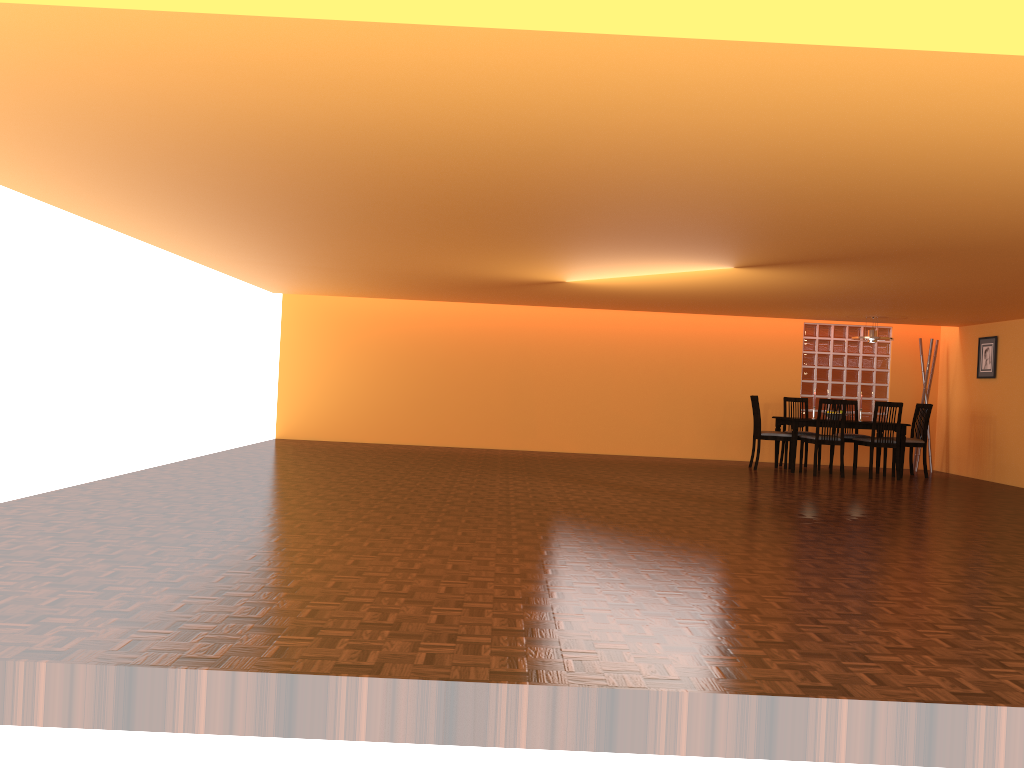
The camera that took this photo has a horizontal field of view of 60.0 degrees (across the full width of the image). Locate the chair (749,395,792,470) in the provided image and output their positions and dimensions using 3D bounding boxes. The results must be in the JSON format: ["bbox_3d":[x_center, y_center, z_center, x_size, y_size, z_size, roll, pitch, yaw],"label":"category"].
[{"bbox_3d":[2.831,0.537,9.680,0.465,0.809,0.373,3,0,5],"label":"chair"}]

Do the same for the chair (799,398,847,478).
[{"bbox_3d":[3.275,0.558,9.302,0.373,0.809,0.465,3,0,0],"label":"chair"}]

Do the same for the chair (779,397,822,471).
[{"bbox_3d":[3.270,0.559,10.068,0.373,0.809,0.465,3,0,0],"label":"chair"}]

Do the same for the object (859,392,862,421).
[{"bbox_3d":[3.810,0.242,9.675,0.044,0.326,0.044,3,0,-12],"label":"object"}]

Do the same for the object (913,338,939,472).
[{"bbox_3d":[4.898,0.252,10.485,0.226,1.589,0.308,3,0,22],"label":"object"}]

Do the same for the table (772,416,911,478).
[{"bbox_3d":[3.549,0.685,9.657,1.259,0.584,0.697,3,0,0],"label":"table"}]

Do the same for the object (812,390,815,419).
[{"bbox_3d":[3.269,0.216,9.587,0.044,0.326,0.044,3,0,-12],"label":"object"}]

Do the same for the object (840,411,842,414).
[{"bbox_3d":[3.598,0.323,9.674,0.069,0.066,0.069,3,0,9],"label":"object"}]

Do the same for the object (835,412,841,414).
[{"bbox_3d":[3.545,0.334,9.613,0.066,0.070,0.055,3,0,-19],"label":"object"}]

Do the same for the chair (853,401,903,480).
[{"bbox_3d":[3.851,0.586,9.307,0.373,0.809,0.465,3,0,0],"label":"chair"}]

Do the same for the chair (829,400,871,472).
[{"bbox_3d":[3.846,0.587,10.073,0.373,0.809,0.465,3,0,0],"label":"chair"}]

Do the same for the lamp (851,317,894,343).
[{"bbox_3d":[3.930,-0.592,9.662,0.435,0.274,0.435,3,0,22],"label":"lamp"}]

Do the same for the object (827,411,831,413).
[{"bbox_3d":[3.439,0.316,9.627,0.055,0.046,0.046,3,0,-18],"label":"object"}]

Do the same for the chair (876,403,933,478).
[{"bbox_3d":[4.292,0.608,9.683,0.465,0.809,0.373,3,0,-5],"label":"chair"}]

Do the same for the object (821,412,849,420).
[{"bbox_3d":[3.524,0.355,9.670,0.337,0.072,0.337,3,0,-34],"label":"object"}]

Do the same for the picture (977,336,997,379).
[{"bbox_3d":[5.181,-0.287,9.675,0.014,0.456,0.361,3,0,0],"label":"picture"}]
